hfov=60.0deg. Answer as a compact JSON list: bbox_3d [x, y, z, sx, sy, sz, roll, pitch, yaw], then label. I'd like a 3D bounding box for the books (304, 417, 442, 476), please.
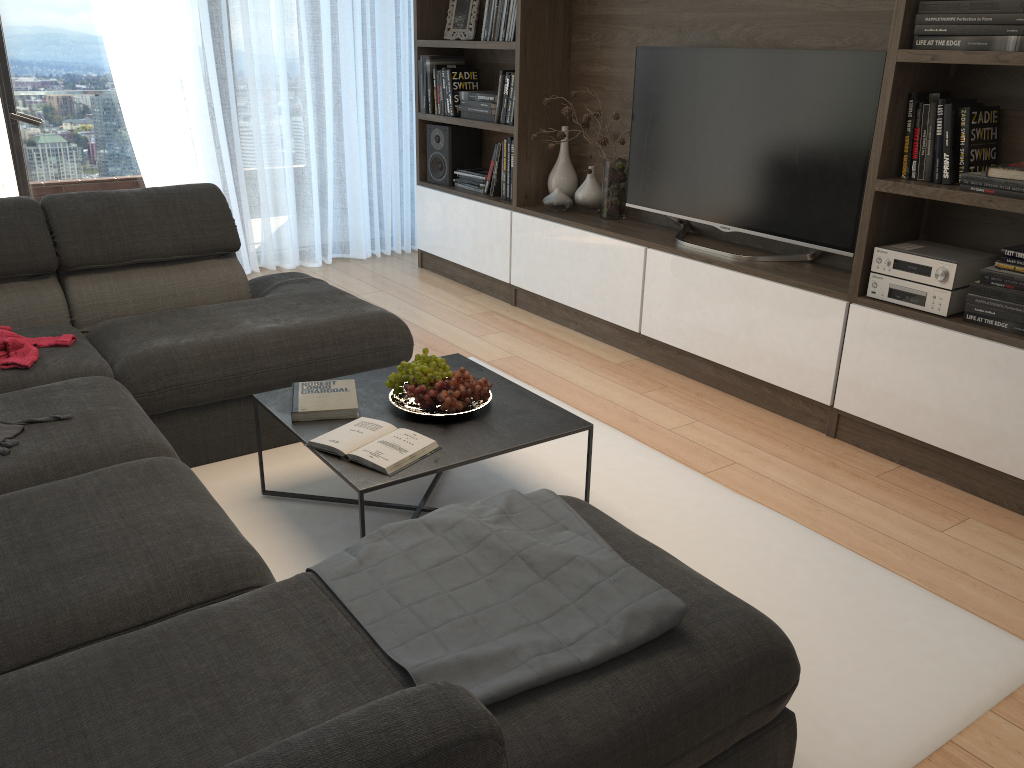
[{"bbox_3d":[-0.353,0.148,2.251,0.294,0.025,0.199,15,25,31],"label":"books"}]

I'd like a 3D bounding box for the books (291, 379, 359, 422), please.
[{"bbox_3d":[-0.529,0.044,2.504,0.179,0.029,0.225,-3,22,-12],"label":"books"}]

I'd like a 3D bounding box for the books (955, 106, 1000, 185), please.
[{"bbox_3d":[1.464,-0.751,2.788,0.179,0.233,0.077,-13,25,-33],"label":"books"}]

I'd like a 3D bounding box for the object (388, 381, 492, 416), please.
[{"bbox_3d":[-0.204,0.043,2.528,0.295,0.026,0.295,-17,27,-38],"label":"object"}]

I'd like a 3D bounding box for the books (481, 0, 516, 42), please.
[{"bbox_3d":[0.012,-1.922,4.569,0.185,0.299,0.367,-13,25,-33],"label":"books"}]

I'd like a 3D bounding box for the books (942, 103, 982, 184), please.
[{"bbox_3d":[1.418,-0.758,2.795,0.177,0.242,0.066,-13,25,-33],"label":"books"}]

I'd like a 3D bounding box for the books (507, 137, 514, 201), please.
[{"bbox_3d":[0.079,-1.142,4.694,0.237,0.326,0.026,-13,25,-33],"label":"books"}]

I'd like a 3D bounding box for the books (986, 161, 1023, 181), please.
[{"bbox_3d":[1.562,-0.624,2.615,0.266,0.030,0.209,-17,27,-39],"label":"books"}]

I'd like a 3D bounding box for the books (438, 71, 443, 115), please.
[{"bbox_3d":[-0.329,-1.637,4.992,0.170,0.236,0.049,-13,25,-32],"label":"books"}]

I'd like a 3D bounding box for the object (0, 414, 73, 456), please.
[{"bbox_3d":[-1.546,0.066,2.234,0.905,0.118,0.411,13,24,28],"label":"object"}]

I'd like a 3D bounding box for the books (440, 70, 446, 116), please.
[{"bbox_3d":[-0.322,-1.632,4.969,0.169,0.242,0.050,-13,25,-33],"label":"books"}]

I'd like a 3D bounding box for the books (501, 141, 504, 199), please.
[{"bbox_3d":[0.034,-1.147,4.744,0.213,0.301,0.028,-13,25,-33],"label":"books"}]

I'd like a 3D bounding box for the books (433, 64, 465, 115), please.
[{"bbox_3d":[-0.352,-1.672,5.034,0.202,0.268,0.053,-13,25,-33],"label":"books"}]

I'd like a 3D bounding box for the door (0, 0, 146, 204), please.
[{"bbox_3d":[-2.179,-1.589,4.876,1.118,1.976,0.206,-9,23,-24],"label":"door"}]

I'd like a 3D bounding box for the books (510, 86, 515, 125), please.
[{"bbox_3d":[0.091,-1.436,4.458,0.197,0.260,0.066,-13,25,-33],"label":"books"}]

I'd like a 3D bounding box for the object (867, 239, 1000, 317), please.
[{"bbox_3d":[1.381,-0.353,2.926,0.270,0.174,0.285,-13,25,-33],"label":"object"}]

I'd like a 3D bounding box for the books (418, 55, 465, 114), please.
[{"bbox_3d":[-0.400,-1.721,5.097,0.259,0.321,0.128,-13,25,-33],"label":"books"}]

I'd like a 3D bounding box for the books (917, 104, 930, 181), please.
[{"bbox_3d":[1.375,-0.781,2.860,0.170,0.236,0.049,-13,25,-32],"label":"books"}]

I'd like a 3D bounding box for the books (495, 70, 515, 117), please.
[{"bbox_3d":[0.011,-1.481,4.570,0.197,0.260,0.066,-13,25,-33],"label":"books"}]

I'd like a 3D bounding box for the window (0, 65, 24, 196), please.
[{"bbox_3d":[-2.600,-1.676,4.382,4.808,2.501,0.119,-13,25,-33],"label":"window"}]

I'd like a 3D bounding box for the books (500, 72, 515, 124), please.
[{"bbox_3d":[0.035,-1.464,4.534,0.192,0.254,0.075,-14,26,-34],"label":"books"}]

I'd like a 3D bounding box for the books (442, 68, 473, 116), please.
[{"bbox_3d":[-0.296,-1.631,4.952,0.193,0.255,0.066,-13,25,-33],"label":"books"}]

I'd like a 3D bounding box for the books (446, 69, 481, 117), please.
[{"bbox_3d":[-0.263,-1.609,4.901,0.191,0.249,0.083,-13,25,-33],"label":"books"}]

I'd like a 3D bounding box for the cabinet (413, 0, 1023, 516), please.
[{"bbox_3d":[0.724,-1.304,3.605,0.338,2.494,4.036,-13,25,-33],"label":"cabinet"}]

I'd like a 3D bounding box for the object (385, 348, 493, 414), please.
[{"bbox_3d":[-0.193,-0.022,2.502,0.256,0.173,0.279,-15,26,-35],"label":"object"}]

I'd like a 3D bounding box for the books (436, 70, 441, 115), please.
[{"bbox_3d":[-0.337,-1.646,5.013,0.189,0.240,0.053,-13,25,-33],"label":"books"}]

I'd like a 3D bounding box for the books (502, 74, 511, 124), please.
[{"bbox_3d":[0.039,-1.449,4.509,0.179,0.243,0.071,-14,26,-34],"label":"books"}]

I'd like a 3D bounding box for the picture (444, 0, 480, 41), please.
[{"bbox_3d":[-0.270,-2.083,5.009,0.216,0.270,0.114,16,25,33],"label":"picture"}]

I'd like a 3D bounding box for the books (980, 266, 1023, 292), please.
[{"bbox_3d":[1.599,-0.315,2.682,0.224,0.042,0.277,-16,27,-37],"label":"books"}]

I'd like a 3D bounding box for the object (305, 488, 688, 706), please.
[{"bbox_3d":[-0.062,0.451,1.659,0.548,0.369,0.685,-9,23,-26],"label":"object"}]

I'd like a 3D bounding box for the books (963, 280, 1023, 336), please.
[{"bbox_3d":[1.584,-0.232,2.697,0.248,0.123,0.307,-16,27,-37],"label":"books"}]

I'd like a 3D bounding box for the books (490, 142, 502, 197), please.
[{"bbox_3d":[-0.005,-1.163,4.794,0.210,0.289,0.100,-14,26,-34],"label":"books"}]

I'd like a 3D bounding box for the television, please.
[{"bbox_3d":[0.900,-0.929,3.554,0.229,0.779,1.220,-13,25,-33],"label":"television"}]

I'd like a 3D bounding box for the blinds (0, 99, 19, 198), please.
[{"bbox_3d":[-3.006,-2.925,3.280,1.374,5.581,0.218,-14,26,-35],"label":"blinds"}]

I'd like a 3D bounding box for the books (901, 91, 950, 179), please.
[{"bbox_3d":[1.352,-0.815,2.902,0.202,0.268,0.053,-13,25,-33],"label":"books"}]

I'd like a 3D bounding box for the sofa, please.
[{"bbox_3d":[-0.917,0.017,2.176,2.108,0.995,3.169,-13,25,-33],"label":"sofa"}]

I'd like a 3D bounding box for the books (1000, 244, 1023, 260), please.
[{"bbox_3d":[1.620,-0.386,2.670,0.161,0.023,0.213,-11,24,-30],"label":"books"}]

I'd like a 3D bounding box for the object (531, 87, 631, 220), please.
[{"bbox_3d":[0.360,-1.096,4.210,0.542,0.598,0.317,1,21,0],"label":"object"}]

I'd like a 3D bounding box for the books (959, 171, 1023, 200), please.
[{"bbox_3d":[1.533,-0.585,2.621,0.250,0.047,0.310,-11,24,-28],"label":"books"}]

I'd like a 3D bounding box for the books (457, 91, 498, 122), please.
[{"bbox_3d":[-0.091,-1.502,4.789,0.277,0.137,0.343,-13,25,-33],"label":"books"}]

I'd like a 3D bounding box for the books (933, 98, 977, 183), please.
[{"bbox_3d":[1.408,-0.774,2.820,0.193,0.255,0.066,-13,25,-33],"label":"books"}]

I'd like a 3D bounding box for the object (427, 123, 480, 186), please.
[{"bbox_3d":[-0.349,-1.352,5.206,0.214,0.331,0.244,21,28,41],"label":"object"}]

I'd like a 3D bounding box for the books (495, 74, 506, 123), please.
[{"bbox_3d":[0.000,-1.459,4.542,0.172,0.242,0.069,-13,25,-32],"label":"books"}]

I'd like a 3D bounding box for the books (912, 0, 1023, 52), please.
[{"bbox_3d":[1.436,-1.073,2.663,0.277,0.137,0.343,-16,27,-37],"label":"books"}]

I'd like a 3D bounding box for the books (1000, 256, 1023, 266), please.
[{"bbox_3d":[1.606,-0.366,2.671,0.142,0.015,0.198,-14,26,-34],"label":"books"}]

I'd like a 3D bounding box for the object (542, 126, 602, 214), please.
[{"bbox_3d":[0.319,-1.069,4.419,0.313,0.397,0.313,4,21,6],"label":"object"}]

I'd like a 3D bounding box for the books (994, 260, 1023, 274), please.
[{"bbox_3d":[1.604,-0.347,2.675,0.161,0.023,0.213,-11,24,-30],"label":"books"}]

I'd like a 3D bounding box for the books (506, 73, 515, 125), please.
[{"bbox_3d":[0.071,-1.442,4.485,0.191,0.249,0.084,-13,25,-33],"label":"books"}]

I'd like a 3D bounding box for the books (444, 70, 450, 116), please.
[{"bbox_3d":[-0.286,-1.615,4.927,0.177,0.242,0.066,-13,25,-33],"label":"books"}]

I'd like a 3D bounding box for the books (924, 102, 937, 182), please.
[{"bbox_3d":[1.382,-0.776,2.837,0.169,0.242,0.050,-13,25,-33],"label":"books"}]

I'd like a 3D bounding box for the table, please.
[{"bbox_3d":[-0.268,0.221,2.551,0.700,0.323,0.700,-13,25,-33],"label":"table"}]

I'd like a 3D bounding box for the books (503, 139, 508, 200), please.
[{"bbox_3d":[0.057,-1.146,4.719,0.237,0.314,0.034,-13,25,-33],"label":"books"}]

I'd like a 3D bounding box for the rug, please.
[{"bbox_3d":[-0.102,0.406,2.567,1.606,0.013,2.496,-13,25,-33],"label":"rug"}]

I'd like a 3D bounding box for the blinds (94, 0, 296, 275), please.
[{"bbox_3d":[-1.633,-3.212,4.097,0.589,5.579,0.858,14,24,29],"label":"blinds"}]

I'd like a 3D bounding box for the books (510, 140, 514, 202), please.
[{"bbox_3d":[0.095,-1.128,4.674,0.239,0.315,0.034,-13,25,-33],"label":"books"}]

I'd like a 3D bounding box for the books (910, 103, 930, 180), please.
[{"bbox_3d":[1.367,-0.790,2.881,0.189,0.240,0.053,-13,25,-33],"label":"books"}]

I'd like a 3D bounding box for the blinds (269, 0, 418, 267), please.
[{"bbox_3d":[-0.952,-3.405,4.640,1.163,5.581,0.218,-14,26,-35],"label":"blinds"}]

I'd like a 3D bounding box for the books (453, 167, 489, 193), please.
[{"bbox_3d":[-0.184,-1.156,5.028,0.204,0.099,0.325,-13,25,-33],"label":"books"}]

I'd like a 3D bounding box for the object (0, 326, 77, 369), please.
[{"bbox_3d":[-1.629,-0.119,2.638,0.536,0.077,0.323,1,21,-1],"label":"object"}]

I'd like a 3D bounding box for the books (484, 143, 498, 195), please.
[{"bbox_3d":[-0.020,-1.180,4.844,0.232,0.284,0.142,-13,25,-33],"label":"books"}]
